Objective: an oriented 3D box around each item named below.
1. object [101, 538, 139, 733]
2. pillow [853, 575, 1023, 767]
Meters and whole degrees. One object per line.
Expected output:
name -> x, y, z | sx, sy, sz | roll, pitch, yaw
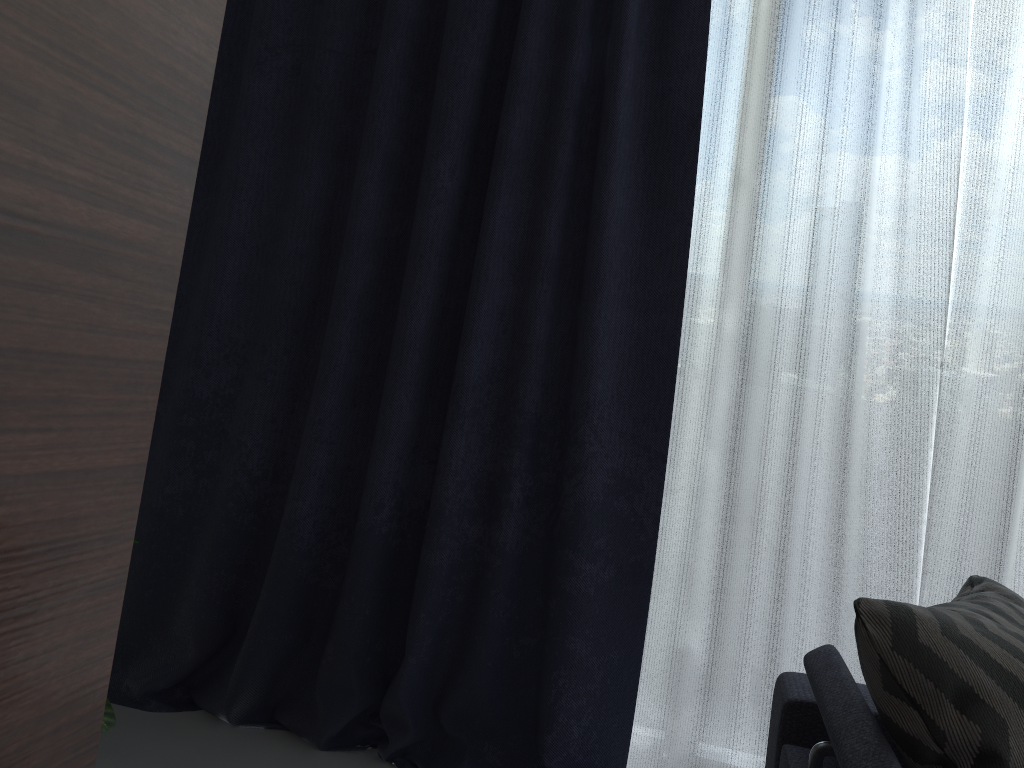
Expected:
object -> -0.867, -0.101, 1.618 | 0.501, 1.858, 0.482 | 9, -5, -18
pillow -> 0.670, 0.556, 1.152 | 0.356, 0.521, 0.593 | 5, -4, 43
